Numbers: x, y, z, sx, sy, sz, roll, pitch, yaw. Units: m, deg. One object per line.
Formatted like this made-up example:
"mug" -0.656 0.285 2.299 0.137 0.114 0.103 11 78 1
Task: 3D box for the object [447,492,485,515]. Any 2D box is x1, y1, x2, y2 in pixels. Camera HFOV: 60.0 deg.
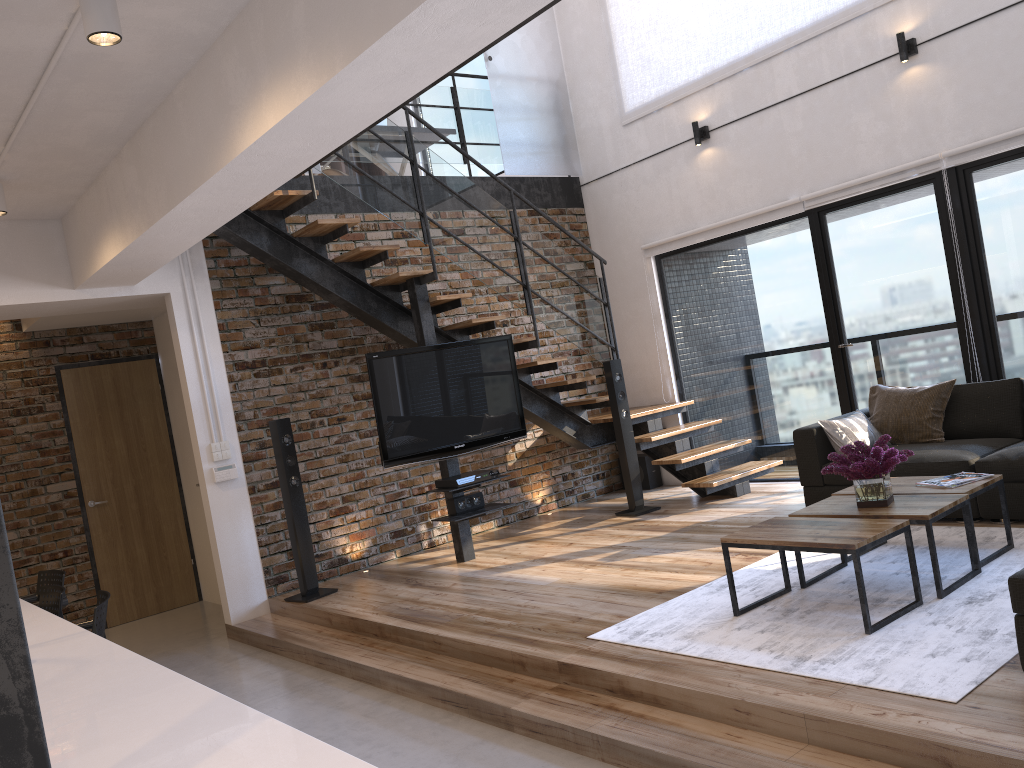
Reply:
"object" -0.316 0.826 6.129 0.246 0.112 0.089 -10 1 -38

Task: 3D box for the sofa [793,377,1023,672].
"sofa" 2.327 0.422 4.031 2.994 0.700 3.047 -10 1 -38

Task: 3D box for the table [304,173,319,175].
"table" -1.414 -1.893 7.983 1.857 0.635 0.744 -10 1 -38

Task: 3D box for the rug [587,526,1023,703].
"rug" 1.647 0.896 3.968 2.110 0.003 1.639 -10 0 -38

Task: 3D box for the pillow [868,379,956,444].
"pillow" 2.474 0.185 5.591 0.264 0.382 0.610 -11 1 -38

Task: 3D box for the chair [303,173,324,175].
"chair" -1.781 -1.926 8.494 0.581 0.822 0.555 -9 1 39

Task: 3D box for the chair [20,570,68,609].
"chair" -2.719 1.484 4.938 0.539 0.769 0.520 -11 1 -43

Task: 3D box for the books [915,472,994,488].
"books" 2.090 0.454 4.187 0.294 0.013 0.229 -10 0 -18

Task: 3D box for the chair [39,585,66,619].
"chair" -2.389 1.429 4.297 0.539 0.769 0.520 -11 1 -38

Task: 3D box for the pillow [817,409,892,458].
"pillow" 2.134 0.313 5.501 0.498 0.266 0.212 -11 1 -38

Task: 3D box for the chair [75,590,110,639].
"chair" -1.943 1.353 3.824 0.540 0.769 0.520 -10 1 -23

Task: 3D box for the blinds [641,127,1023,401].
"blinds" 2.955 -0.490 5.723 0.095 2.044 5.375 -11 1 -39

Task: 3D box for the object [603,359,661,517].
"object" 0.878 0.408 6.895 0.270 1.206 0.271 -11 1 -33

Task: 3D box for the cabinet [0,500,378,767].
"cabinet" -2.326 0.369 1.997 2.470 2.872 9.126 -11 1 -39

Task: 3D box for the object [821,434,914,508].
"object" 1.609 0.373 3.983 0.374 0.343 0.342 -11 1 -37

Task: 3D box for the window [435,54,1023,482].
"window" 1.294 -1.666 4.836 5.655 5.569 13.413 -11 1 -39

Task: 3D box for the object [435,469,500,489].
"object" -0.302 0.650 6.060 0.359 0.058 0.275 -10 0 -38

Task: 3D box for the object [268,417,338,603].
"object" -1.443 0.827 5.907 0.271 1.206 0.270 -9 2 41

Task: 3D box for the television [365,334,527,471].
"television" -0.439 0.116 6.083 1.205 0.783 0.136 -11 1 -38

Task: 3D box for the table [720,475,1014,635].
"table" 1.642 0.719 3.992 1.296 0.350 0.698 -10 1 -38

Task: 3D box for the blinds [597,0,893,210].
"blinds" 0.250 -2.887 6.997 10.215 2.976 1.992 -10 1 30
